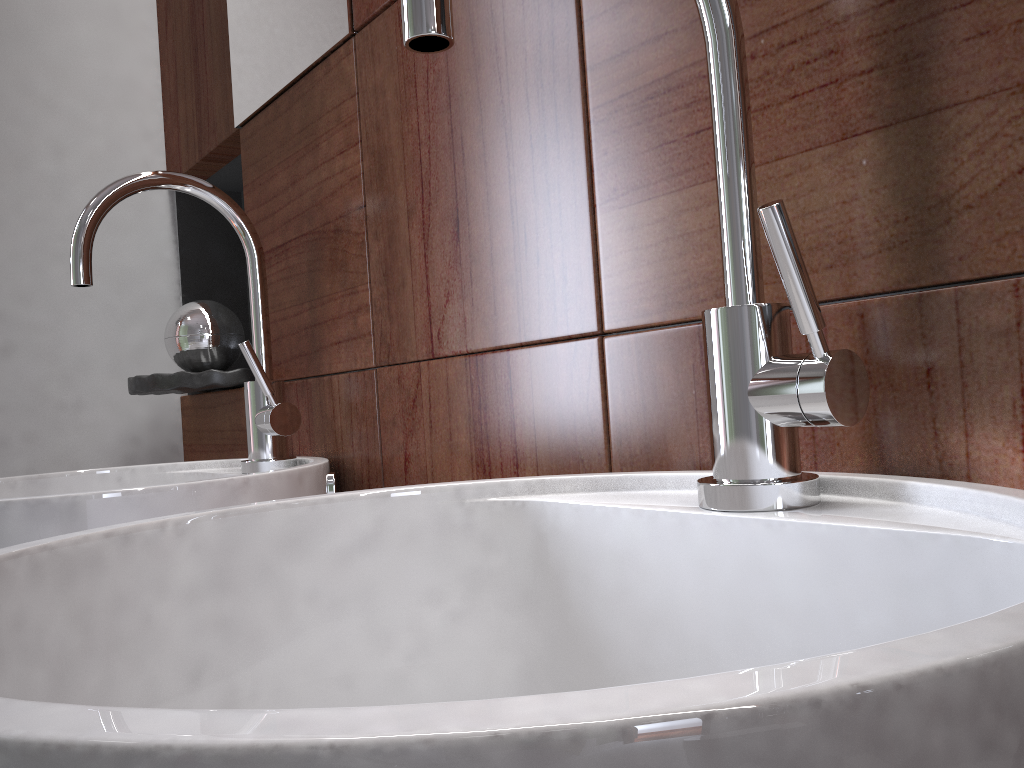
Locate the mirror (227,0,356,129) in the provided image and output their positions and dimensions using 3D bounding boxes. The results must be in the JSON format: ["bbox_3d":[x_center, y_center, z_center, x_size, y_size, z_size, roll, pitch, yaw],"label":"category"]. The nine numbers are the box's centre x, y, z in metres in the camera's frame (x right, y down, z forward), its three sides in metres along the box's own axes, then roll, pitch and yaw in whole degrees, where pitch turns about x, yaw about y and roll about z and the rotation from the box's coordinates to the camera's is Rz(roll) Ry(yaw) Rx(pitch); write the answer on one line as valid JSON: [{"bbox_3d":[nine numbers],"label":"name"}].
[{"bbox_3d":[-0.266,-0.641,0.976,0.010,0.635,0.316,-3,-1,-37],"label":"mirror"}]

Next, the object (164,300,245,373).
[{"bbox_3d":[-0.047,-0.096,0.705,0.104,0.104,1.350,-3,-1,-37],"label":"object"}]

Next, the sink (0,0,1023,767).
[{"bbox_3d":[-0.005,0.112,0.335,0.417,0.715,0.415,-3,-1,-37],"label":"sink"}]

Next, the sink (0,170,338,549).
[{"bbox_3d":[-0.380,0.146,0.842,0.417,0.715,0.415,-3,-1,-37],"label":"sink"}]

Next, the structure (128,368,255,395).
[{"bbox_3d":[-0.406,-0.003,1.216,0.222,0.023,0.220,-4,-1,13],"label":"structure"}]
